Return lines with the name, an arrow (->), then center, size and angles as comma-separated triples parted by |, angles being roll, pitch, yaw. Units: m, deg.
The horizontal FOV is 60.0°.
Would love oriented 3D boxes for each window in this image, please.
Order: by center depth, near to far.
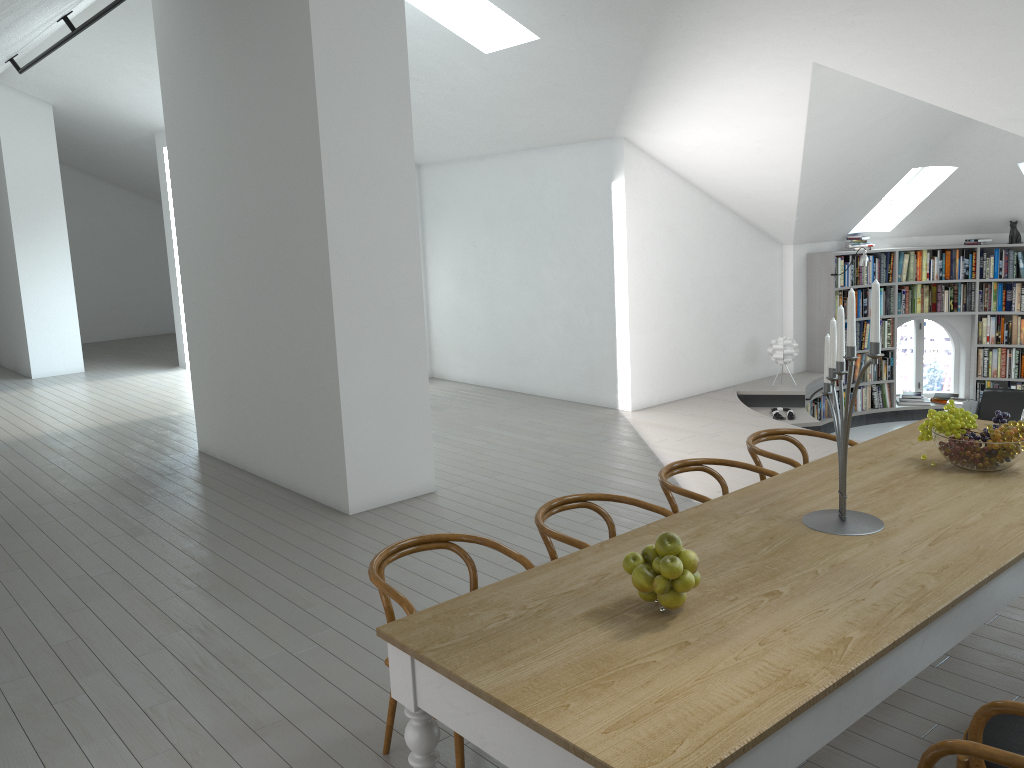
window -> 5.534, -2.244, 9.063 | 1.937, 0.710, 4.063 | -11, 13, -39
window -> 5.956, -0.272, 10.322 | 3.234, 1.146, 0.619 | 4, 12, 35

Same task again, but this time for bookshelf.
bookshelf -> 5.619, -0.502, 9.327 | 2.114, 1.872, 4.342 | -11, 13, -39

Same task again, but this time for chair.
chair -> 0.897, 1.160, 1.770 | 0.529, 0.731, 0.622 | -11, 13, -43
chair -> 1.454, 1.051, 2.222 | 0.528, 0.731, 0.623 | -10, 12, -36
chair -> -0.191, 0.969, 3.121 | 0.528, 0.731, 0.623 | -10, 12, -36
chair -> 0.404, 0.865, 3.528 | 0.622, 0.731, 0.529 | 6, 13, 45
chair -> 0.968, 0.756, 3.978 | 0.528, 0.731, 0.622 | -10, 12, -39
chair -> 1.495, 0.641, 4.470 | 0.528, 0.731, 0.623 | -10, 12, -36
chair -> 4.732, 0.448, 8.581 | 0.824, 0.716, 0.743 | 7, 13, 44

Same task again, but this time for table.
table -> 1.248, 0.855, 3.159 | 3.357, 0.795, 1.020 | -11, 13, -39

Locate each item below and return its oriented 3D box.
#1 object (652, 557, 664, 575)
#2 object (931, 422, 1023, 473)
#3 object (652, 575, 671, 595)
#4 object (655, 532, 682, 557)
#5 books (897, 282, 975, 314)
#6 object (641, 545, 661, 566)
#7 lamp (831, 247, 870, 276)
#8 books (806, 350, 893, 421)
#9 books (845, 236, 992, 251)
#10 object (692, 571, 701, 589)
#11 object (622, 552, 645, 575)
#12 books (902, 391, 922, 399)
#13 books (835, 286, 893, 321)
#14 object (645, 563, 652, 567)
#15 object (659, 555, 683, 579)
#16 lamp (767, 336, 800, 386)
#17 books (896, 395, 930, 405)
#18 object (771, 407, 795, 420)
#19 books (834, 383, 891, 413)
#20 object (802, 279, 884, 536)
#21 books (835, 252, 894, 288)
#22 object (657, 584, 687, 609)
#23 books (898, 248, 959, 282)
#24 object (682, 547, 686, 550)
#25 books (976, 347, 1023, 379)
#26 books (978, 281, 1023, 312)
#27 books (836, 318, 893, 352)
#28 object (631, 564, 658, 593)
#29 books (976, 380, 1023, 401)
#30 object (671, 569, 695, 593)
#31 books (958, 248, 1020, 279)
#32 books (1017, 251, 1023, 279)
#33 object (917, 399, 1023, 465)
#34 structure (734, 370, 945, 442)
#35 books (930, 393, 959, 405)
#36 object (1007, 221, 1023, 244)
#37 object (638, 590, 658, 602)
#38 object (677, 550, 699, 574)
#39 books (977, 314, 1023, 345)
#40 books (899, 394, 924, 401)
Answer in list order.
object -> 0.407, 0.496, 2.408 | 0.053, 0.050, 0.053 | 1, 10, 21
object -> 1.878, 0.270, 3.555 | 0.360, 0.159, 0.361 | 3, 12, 30
object -> 0.400, 0.537, 2.370 | 0.051, 0.053, 0.053 | 5, 13, 41
object -> 0.429, 0.442, 2.431 | 0.072, 0.074, 0.072 | -11, 12, -39
books -> 5.627, -0.982, 10.123 | 2.530, 0.369, 0.593 | 3, 12, 30
object -> 0.391, 0.477, 2.472 | 0.053, 0.057, 0.058 | -7, 10, -25
lamp -> 3.754, -1.358, 9.822 | 0.117, 0.310, 0.414 | -11, 13, -42
books -> 3.807, 0.006, 10.334 | 1.643, 0.692, 0.392 | -9, 11, -29
books -> 5.281, -1.660, 10.075 | 2.814, 0.173, 0.751 | 1, 11, 20
object -> 0.492, 0.538, 2.454 | 0.060, 0.055, 0.060 | 6, 13, 44
object -> 0.338, 0.499, 2.459 | 0.063, 0.063, 0.062 | -1, 10, 12
books -> 4.867, 0.134, 10.791 | 0.213, 0.036, 0.227 | 2, 11, 26
books -> 4.003, -0.950, 10.358 | 1.089, 0.346, 0.304 | -7, 10, -24
object -> 0.405, 0.515, 2.510 | 0.071, 0.072, 0.071 | 0, 10, 14
object -> 0.423, 0.488, 2.357 | 0.062, 0.059, 0.062 | -11, 12, -39
lamp -> 2.919, -0.247, 9.538 | 0.306, 0.522, 0.306 | 4, 12, 38
books -> 4.870, 0.199, 10.800 | 0.365, 0.042, 0.390 | 0, 11, 16
object -> 2.723, 0.300, 8.916 | 0.218, 0.082, 0.475 | -1, 10, 13
books -> 4.093, 0.151, 10.532 | 0.919, 0.318, 0.284 | -7, 10, -21
object -> 1.087, 0.062, 2.919 | 0.265, 0.871, 0.778 | 1, 10, 24
books -> 3.974, -1.327, 10.281 | 1.034, 0.360, 0.301 | -7, 10, -23
object -> 0.435, 0.574, 2.414 | 0.080, 0.073, 0.079 | -2, 10, 5
books -> 4.851, -1.405, 10.451 | 0.792, 0.371, 0.270 | -2, 9, 4
object -> 0.465, 0.494, 2.498 | 0.071, 0.063, 0.072 | 6, 13, 43
books -> 5.923, -0.247, 10.234 | 1.032, 0.356, 0.294 | 4, 12, 35
books -> 5.898, -1.009, 10.159 | 1.029, 0.357, 0.301 | 4, 12, 35
books -> 4.015, -0.570, 10.366 | 1.021, 0.357, 0.261 | -7, 10, -23
object -> 0.363, 0.529, 2.411 | 0.076, 0.076, 0.077 | 0, 10, 17
books -> 5.924, 0.110, 10.295 | 1.020, 0.305, 0.289 | 4, 12, 34
object -> 0.458, 0.528, 2.375 | 0.062, 0.059, 0.062 | -10, 12, -35
books -> 5.517, -1.399, 10.303 | 0.682, 0.344, 0.266 | 2, 11, 27
books -> 6.302, -1.316, 9.572 | 0.394, 0.365, 1.570 | -9, 12, -34
object -> 1.870, 0.203, 3.574 | 0.393, 0.283, 0.294 | 0, 10, 14
structure -> 4.607, 0.463, 8.567 | 4.708, 0.690, 4.732 | -2, 10, 5
books -> 5.217, 0.182, 10.653 | 0.292, 0.099, 0.319 | -11, 13, -38
object -> 5.732, -1.727, 10.082 | 0.202, 0.264, 0.147 | -11, 12, -43
object -> 0.383, 0.574, 2.467 | 0.064, 0.063, 0.063 | -8, 11, -28
object -> 0.479, 0.489, 2.425 | 0.066, 0.071, 0.073 | 0, 10, 19
books -> 5.892, -0.628, 10.182 | 0.998, 0.350, 0.298 | 4, 11, 33
books -> 4.869, 0.165, 10.795 | 0.269, 0.031, 0.287 | 2, 11, 26
